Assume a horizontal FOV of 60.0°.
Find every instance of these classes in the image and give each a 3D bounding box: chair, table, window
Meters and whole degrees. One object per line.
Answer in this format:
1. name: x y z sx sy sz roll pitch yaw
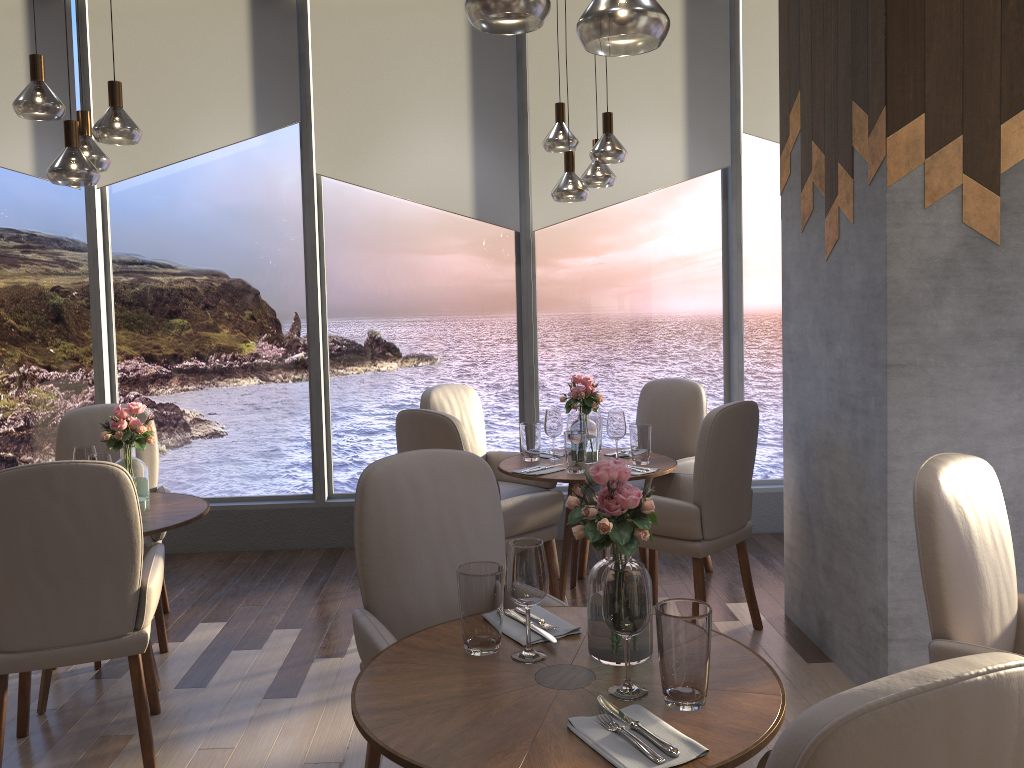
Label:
1. chair: 1.276 0.689 2.039 0.529 0.998 0.600 -5 5 -42
2. chair: 0.716 0.555 3.759 0.600 0.998 0.529 2 5 42
3. table: 0.113 0.909 1.770 0.834 0.661 0.835 -4 5 -28
4. chair: -0.134 0.509 4.550 0.600 0.998 0.529 2 5 41
5. chair: -1.361 0.693 2.758 0.528 0.998 0.600 -3 4 -21
6. chair: -0.119 0.703 2.276 0.528 0.998 0.600 -3 4 -26
7. window: -0.090 -0.659 2.415 16.130 3.193 8.073 3 6 43
8. chair: 0.690 0.487 4.568 0.600 0.998 0.528 -5 5 -44
9. table: 0.358 0.697 4.166 0.834 0.661 0.835 -3 4 -15
10. chair: -1.756 0.609 3.849 0.528 0.998 0.600 -3 4 -21
11. table: -1.554 0.819 3.307 0.835 0.661 0.834 -5 6 -42
12. chair: -0.151 0.576 3.769 0.528 0.998 0.600 2 5 45
13. chair: 0.357 0.782 1.218 0.528 0.998 0.600 -3 4 -25

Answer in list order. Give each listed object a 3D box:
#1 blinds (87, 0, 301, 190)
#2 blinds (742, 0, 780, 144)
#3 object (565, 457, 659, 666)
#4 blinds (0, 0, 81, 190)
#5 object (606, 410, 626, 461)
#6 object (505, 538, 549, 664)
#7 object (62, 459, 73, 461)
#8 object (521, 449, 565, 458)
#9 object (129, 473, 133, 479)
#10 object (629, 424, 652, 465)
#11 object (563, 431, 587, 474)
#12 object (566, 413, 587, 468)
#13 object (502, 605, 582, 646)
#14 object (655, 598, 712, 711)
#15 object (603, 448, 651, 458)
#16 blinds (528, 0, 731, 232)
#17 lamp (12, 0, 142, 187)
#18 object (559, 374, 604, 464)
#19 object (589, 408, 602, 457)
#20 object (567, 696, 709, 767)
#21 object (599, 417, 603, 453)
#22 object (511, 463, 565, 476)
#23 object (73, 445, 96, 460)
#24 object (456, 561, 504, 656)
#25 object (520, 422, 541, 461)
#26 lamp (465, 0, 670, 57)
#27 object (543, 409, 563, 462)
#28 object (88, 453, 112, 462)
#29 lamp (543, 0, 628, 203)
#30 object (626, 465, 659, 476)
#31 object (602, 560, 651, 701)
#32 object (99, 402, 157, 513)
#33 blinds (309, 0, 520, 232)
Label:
1. blinds: -1.827 -2.466 5.027 1.173 2.676 0.007 -2 3 -2
2. blinds: 1.916 -2.466 5.169 1.173 2.676 0.007 -2 3 -2
3. object: 0.211 0.360 1.847 0.210 0.415 0.198 -5 5 -45
4. blinds: -3.089 -2.430 4.981 1.173 2.676 0.007 -2 3 -2
5. object: 0.482 0.247 4.089 0.092 0.244 0.092 0 4 28
6. object: 0.033 0.450 1.848 0.092 0.244 0.092 -2 3 -8
7. object: -1.715 0.389 3.447 0.102 0.178 0.102 1 4 37
8. object: 0.180 0.341 4.385 0.157 0.019 0.255 -6 6 -41
9. object: -1.383 0.410 3.114 0.102 0.178 0.102 0 4 18
10. object: 0.591 0.278 4.070 0.102 0.178 0.102 0 4 24
11. object: 0.279 0.301 3.897 0.102 0.178 0.102 -3 4 -30
12. object: 0.292 0.259 4.004 0.092 0.244 0.092 -3 4 -21
13. object: 0.053 0.547 2.019 0.157 0.019 0.255 -4 6 -28
14. object: 0.315 0.495 1.620 0.102 0.178 0.102 -2 4 -10
15. object: 0.555 0.336 4.343 0.157 0.019 0.255 3 7 42
16. blinds: 0.674 -2.240 5.134 1.173 2.676 0.007 -2 3 -2
17. lamp: -1.593 -1.376 3.214 0.439 1.324 0.440 -1 3 0
18. object: 0.337 0.159 4.154 0.210 0.415 0.198 1 4 35
19. object: 0.390 0.231 4.299 0.092 0.244 0.092 -1 3 0
20. object: 0.197 0.588 1.509 0.157 0.019 0.255 -4 5 -26
21. object: 0.402 0.254 4.410 0.102 0.178 0.102 -1 4 9
22. object: 0.132 0.378 3.976 0.157 0.019 0.255 3 7 44
23. object: -1.626 0.360 3.384 0.092 0.244 0.092 -2 3 -16
24. object: -0.066 0.481 1.897 0.102 0.178 0.102 -3 4 -22
25. object: 0.091 0.276 4.239 0.102 0.178 0.102 0 4 15
26. lamp: 0.083 -1.286 1.669 0.439 1.324 0.440 -1 3 5
27. object: 0.197 0.243 4.214 0.092 0.244 0.092 -3 4 -21
28. object: -1.473 0.374 3.176 0.092 0.244 0.092 -4 4 -37
29. lamp: 0.323 -1.497 4.056 0.440 1.324 0.440 -4 4 -35
30. object: 0.509 0.372 3.931 0.157 0.019 0.255 -6 7 -42
31. object: 0.216 0.461 1.667 0.092 0.244 0.092 2 5 43
32. object: -1.433 0.275 3.324 0.210 0.415 0.198 -3 4 -30
33. blinds: -0.573 -2.205 5.088 1.173 2.676 0.007 -2 3 -2
